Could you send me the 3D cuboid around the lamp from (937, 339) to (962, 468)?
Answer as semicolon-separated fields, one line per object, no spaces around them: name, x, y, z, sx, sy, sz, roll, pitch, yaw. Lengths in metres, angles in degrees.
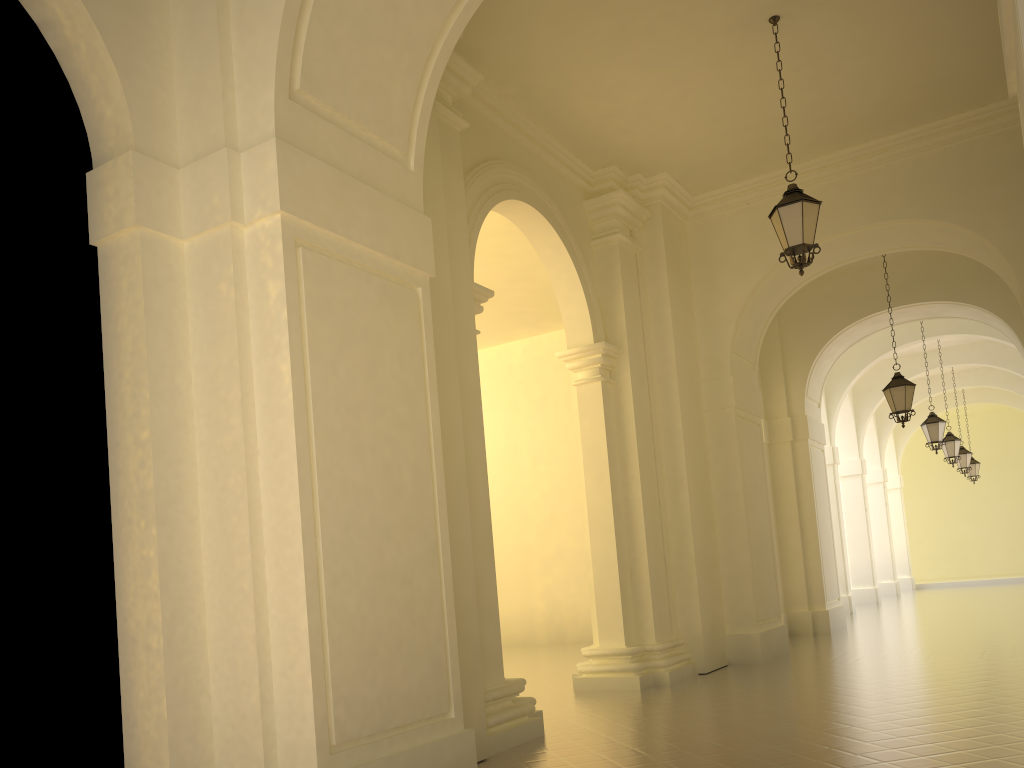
lamp;10.654;0.424;21.520;0.514;3.271;0.443;-7;-5;31

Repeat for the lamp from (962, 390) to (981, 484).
lamp;14.610;1.575;28.044;0.514;3.271;0.443;-7;-5;31

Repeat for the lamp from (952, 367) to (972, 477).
lamp;12.638;1.001;24.792;0.514;3.271;0.443;-7;-5;31

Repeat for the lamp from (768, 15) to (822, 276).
lamp;2.638;-2.278;8.377;0.508;2.536;0.449;-2;-5;-29

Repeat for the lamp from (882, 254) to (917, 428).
lamp;6.016;-0.927;13.870;0.442;3.271;0.516;-5;-4;1

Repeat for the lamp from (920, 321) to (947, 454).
lamp;8.634;-0.165;18.188;0.514;3.271;0.443;-7;-5;31
